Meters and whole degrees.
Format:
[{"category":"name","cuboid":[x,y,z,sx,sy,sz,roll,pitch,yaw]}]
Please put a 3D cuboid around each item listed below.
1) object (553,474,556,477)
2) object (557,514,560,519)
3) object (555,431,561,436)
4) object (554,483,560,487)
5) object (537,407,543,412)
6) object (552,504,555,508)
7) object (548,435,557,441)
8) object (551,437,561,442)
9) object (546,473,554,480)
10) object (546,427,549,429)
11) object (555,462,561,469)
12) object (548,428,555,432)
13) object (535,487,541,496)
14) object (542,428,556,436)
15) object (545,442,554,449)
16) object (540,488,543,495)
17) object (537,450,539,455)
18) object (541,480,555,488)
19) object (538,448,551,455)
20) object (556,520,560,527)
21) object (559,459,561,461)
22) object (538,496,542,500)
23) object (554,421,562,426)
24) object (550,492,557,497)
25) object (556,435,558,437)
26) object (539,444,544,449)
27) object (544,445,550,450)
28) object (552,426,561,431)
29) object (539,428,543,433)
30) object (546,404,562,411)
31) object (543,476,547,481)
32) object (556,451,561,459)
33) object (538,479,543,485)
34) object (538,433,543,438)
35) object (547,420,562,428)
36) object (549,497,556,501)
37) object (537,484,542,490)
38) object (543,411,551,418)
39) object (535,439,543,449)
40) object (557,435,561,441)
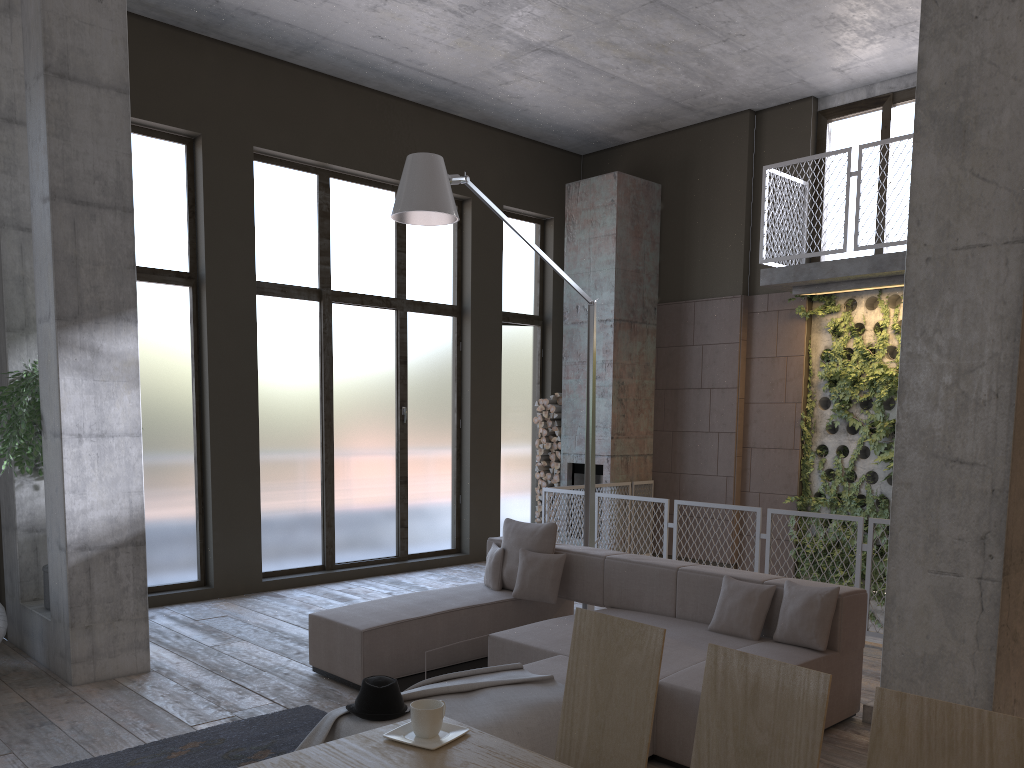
[{"category":"object","cuboid":[0.685,1.157,11.121,0.422,0.072,0.067,3,0,-44]},{"category":"object","cuboid":[0.716,1.659,11.127,0.421,0.073,0.071,2,0,-44]},{"category":"object","cuboid":[0.701,0.627,11.029,0.066,0.086,0.424,4,1,44]},{"category":"object","cuboid":[0.694,1.289,11.103,0.066,0.086,0.424,4,1,44]},{"category":"object","cuboid":[0.484,0.324,11.206,0.363,0.069,0.122,2,-1,-42]},{"category":"object","cuboid":[0.701,1.519,11.149,0.454,0.090,0.090,2,0,-44]},{"category":"object","cuboid":[0.625,0.698,11.169,0.362,0.087,0.100,2,0,-44]},{"category":"object","cuboid":[0.687,0.709,11.090,0.434,0.080,0.114,2,-1,-44]},{"category":"object","cuboid":[0.616,1.167,11.152,0.090,0.090,0.454,3,0,45]},{"category":"object","cuboid":[0.542,0.537,11.138,0.331,0.057,0.088,3,-1,-44]},{"category":"object","cuboid":[0.734,1.026,11.038,0.478,0.084,0.093,2,0,-44]},{"category":"object","cuboid":[0.602,0.576,11.117,0.064,0.075,0.358,3,1,45]},{"category":"object","cuboid":[0.452,1.383,11.318,0.364,0.109,0.088,2,1,-44]},{"category":"object","cuboid":[0.515,0.612,11.130,0.293,0.108,0.098,2,1,-43]},{"category":"object","cuboid":[0.623,0.783,11.129,0.478,0.084,0.093,2,0,-44]},{"category":"object","cuboid":[0.545,1.377,11.282,0.436,0.094,0.092,2,0,-44]},{"category":"object","cuboid":[0.484,0.874,11.225,0.421,0.068,0.067,3,0,-44]},{"category":"object","cuboid":[0.508,1.274,11.203,0.293,0.108,0.098,2,1,-43]},{"category":"object","cuboid":[0.535,0.862,11.168,0.478,0.084,0.093,2,0,-44]},{"category":"object","cuboid":[0.741,1.755,11.125,0.436,0.093,0.091,2,0,-44]},{"category":"object","cuboid":[0.735,0.942,11.078,0.362,0.087,0.100,2,0,-44]},{"category":"object","cuboid":[0.509,1.456,11.318,0.421,0.068,0.067,3,0,-44]},{"category":"object","cuboid":[0.692,0.494,11.048,0.422,0.072,0.067,3,0,-44]},{"category":"object","cuboid":[0.648,1.378,11.136,0.454,0.090,0.090,2,0,-43]},{"category":"object","cuboid":[0.690,0.640,11.143,0.291,0.103,0.103,2,1,-44]},{"category":"object","cuboid":[0.517,0.794,11.244,0.421,0.068,0.067,3,0,-44]},{"category":"object","cuboid":[0.599,0.788,11.129,0.434,0.080,0.114,2,-1,-44]},{"category":"object","cuboid":[0.669,0.560,11.039,0.362,0.068,0.121,2,-1,-42]},{"category":"object","cuboid":[0.482,0.605,11.227,0.292,0.104,0.100,2,1,-42]},{"category":"object","cuboid":[0.588,0.299,11.026,0.362,0.085,0.103,2,0,-44]},{"category":"object","cuboid":[0.534,1.199,11.212,0.331,0.057,0.088,3,-1,-44]},{"category":"object","cuboid":[0.701,0.892,11.009,0.364,0.109,0.088,2,1,-44]},{"category":"object","cuboid":[0.475,1.268,11.301,0.292,0.104,0.100,2,1,-42]},{"category":"object","cuboid":[0.433,0.651,11.162,0.250,0.073,0.045,2,2,-44]},{"category":"object","cuboid":[0.623,0.505,11.079,0.090,0.090,0.454,3,0,45]},{"category":"object","cuboid":[0.616,1.445,11.203,0.478,0.084,0.093,2,0,-44]},{"category":"object","cuboid":[0.426,1.314,11.236,0.250,0.073,0.045,2,2,-44]},{"category":"object","cuboid":[0.587,0.388,11.086,0.478,0.084,0.093,2,0,-44]},{"category":"object","cuboid":[0.446,0.766,11.263,0.363,0.127,0.063,2,2,-45]},{"category":"object","cuboid":[0.727,0.682,11.018,0.421,0.073,0.071,2,0,-44]}]
